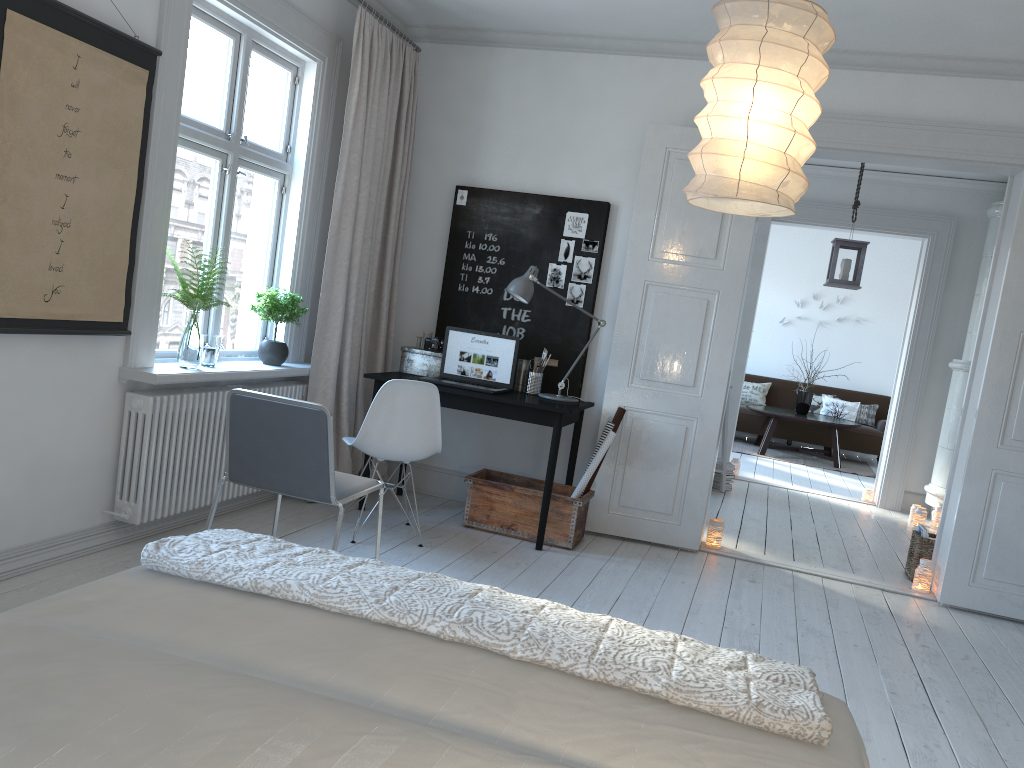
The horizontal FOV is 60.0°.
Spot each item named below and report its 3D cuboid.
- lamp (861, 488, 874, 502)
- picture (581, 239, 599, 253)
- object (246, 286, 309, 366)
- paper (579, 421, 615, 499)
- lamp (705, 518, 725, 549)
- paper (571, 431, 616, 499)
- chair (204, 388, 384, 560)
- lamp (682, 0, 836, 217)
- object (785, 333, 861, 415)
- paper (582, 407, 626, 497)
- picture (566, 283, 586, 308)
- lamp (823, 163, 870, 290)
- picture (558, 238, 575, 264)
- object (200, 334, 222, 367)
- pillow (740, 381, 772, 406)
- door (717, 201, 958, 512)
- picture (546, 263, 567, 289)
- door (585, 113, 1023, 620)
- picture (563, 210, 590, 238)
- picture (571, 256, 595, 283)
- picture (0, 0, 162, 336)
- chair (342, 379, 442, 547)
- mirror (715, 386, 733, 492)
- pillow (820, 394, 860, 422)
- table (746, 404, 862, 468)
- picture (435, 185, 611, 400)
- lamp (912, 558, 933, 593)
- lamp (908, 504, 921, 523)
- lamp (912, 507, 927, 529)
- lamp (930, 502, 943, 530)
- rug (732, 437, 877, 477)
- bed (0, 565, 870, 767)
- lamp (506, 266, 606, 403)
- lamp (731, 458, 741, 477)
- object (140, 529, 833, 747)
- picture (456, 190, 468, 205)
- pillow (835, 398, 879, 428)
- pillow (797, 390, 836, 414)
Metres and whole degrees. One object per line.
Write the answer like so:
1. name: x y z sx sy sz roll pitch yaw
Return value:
1. lamp: 3.130 0.979 7.798 0.093 0.110 0.093 12 6 33
2. picture: 0.455 -0.803 5.150 0.095 0.071 0.001 10 6 16
3. object: -1.233 -0.303 4.612 0.310 0.408 0.271 6 6 -24
4. paper: 0.407 0.529 4.923 0.266 0.670 0.043 5 7 -29
5. lamp: 1.195 0.881 5.218 0.089 0.167 0.089 9 6 8
6. paper: 0.388 0.549 4.868 0.283 0.628 0.041 8 6 -6
7. chair: -0.811 0.426 3.421 0.561 0.799 0.524 10 6 16
8. lamp: 0.730 -1.093 2.410 0.341 1.233 0.338 3 8 -43
9. object: 3.564 -0.145 10.226 0.846 1.068 0.524 7 6 -13
10. paper: 0.459 0.489 4.978 0.297 0.748 0.048 5 7 -29
11. picture: 0.374 -0.522 5.189 0.103 0.136 0.001 10 6 16
12. lamp: 2.431 -1.544 6.099 0.228 1.765 0.228 10 6 13
13. picture: 0.320 -0.779 5.191 0.083 0.146 0.002 10 6 16
14. object: -1.404 -0.153 4.113 0.097 0.146 0.097 11 6 21
15. pillow: 3.044 0.126 11.398 0.519 0.368 0.238 10 6 15
16. door: 2.755 -0.283 7.821 2.596 2.510 0.577 10 6 16
17. picture: 0.261 -0.636 5.215 0.107 0.151 0.001 10 6 16
18. door: 1.898 -0.165 4.935 2.596 2.510 0.577 10 6 16
19. picture: 0.375 -0.932 5.165 0.147 0.154 0.004 10 6 16
20. picture: 0.416 -0.670 5.168 0.121 0.153 0.002 10 6 16
21. picture: -1.580 -0.827 3.168 0.057 1.315 0.792 10 6 16
22. chair: -0.603 0.355 4.451 0.474 0.825 0.553 7 6 -19
23. mirror: 1.522 0.092 7.244 0.611 1.491 0.416 6 6 -19
24. pillow: 4.053 0.313 10.990 0.470 0.309 0.188 10 6 16
25. table: 3.365 0.604 10.395 1.299 0.504 1.298 9 5 6
26. picture: 0.032 -0.551 5.321 0.952 1.174 0.063 10 6 16
27. lamp: 2.282 1.064 4.919 0.093 0.180 0.092 8 6 -1
28. lamp: 3.236 1.044 7.114 0.084 0.147 0.084 11 6 20
29. lamp: 3.171 1.043 6.892 0.089 0.166 0.089 10 6 17
30. lamp: 3.362 1.042 6.974 0.098 0.210 0.098 11 6 20
31. rug: 3.341 0.825 10.443 1.708 0.055 1.455 10 5 16
32. bed: -0.332 0.565 1.116 1.886 1.048 2.174 10 5 16
33. lamp: 0.226 -0.277 4.963 0.617 0.717 0.229 7 6 -13
34. lamp: 2.042 0.761 8.119 0.089 0.166 0.089 10 6 15
35. object: -0.079 0.496 1.917 1.459 0.104 0.404 10 5 16
36. picture: -0.302 -1.126 5.355 0.061 0.088 0.004 10 6 13
37. pillow: 4.273 0.354 11.044 0.541 0.288 0.182 10 6 17
38. pillow: 3.796 0.272 11.143 0.472 0.348 0.158 10 6 14
